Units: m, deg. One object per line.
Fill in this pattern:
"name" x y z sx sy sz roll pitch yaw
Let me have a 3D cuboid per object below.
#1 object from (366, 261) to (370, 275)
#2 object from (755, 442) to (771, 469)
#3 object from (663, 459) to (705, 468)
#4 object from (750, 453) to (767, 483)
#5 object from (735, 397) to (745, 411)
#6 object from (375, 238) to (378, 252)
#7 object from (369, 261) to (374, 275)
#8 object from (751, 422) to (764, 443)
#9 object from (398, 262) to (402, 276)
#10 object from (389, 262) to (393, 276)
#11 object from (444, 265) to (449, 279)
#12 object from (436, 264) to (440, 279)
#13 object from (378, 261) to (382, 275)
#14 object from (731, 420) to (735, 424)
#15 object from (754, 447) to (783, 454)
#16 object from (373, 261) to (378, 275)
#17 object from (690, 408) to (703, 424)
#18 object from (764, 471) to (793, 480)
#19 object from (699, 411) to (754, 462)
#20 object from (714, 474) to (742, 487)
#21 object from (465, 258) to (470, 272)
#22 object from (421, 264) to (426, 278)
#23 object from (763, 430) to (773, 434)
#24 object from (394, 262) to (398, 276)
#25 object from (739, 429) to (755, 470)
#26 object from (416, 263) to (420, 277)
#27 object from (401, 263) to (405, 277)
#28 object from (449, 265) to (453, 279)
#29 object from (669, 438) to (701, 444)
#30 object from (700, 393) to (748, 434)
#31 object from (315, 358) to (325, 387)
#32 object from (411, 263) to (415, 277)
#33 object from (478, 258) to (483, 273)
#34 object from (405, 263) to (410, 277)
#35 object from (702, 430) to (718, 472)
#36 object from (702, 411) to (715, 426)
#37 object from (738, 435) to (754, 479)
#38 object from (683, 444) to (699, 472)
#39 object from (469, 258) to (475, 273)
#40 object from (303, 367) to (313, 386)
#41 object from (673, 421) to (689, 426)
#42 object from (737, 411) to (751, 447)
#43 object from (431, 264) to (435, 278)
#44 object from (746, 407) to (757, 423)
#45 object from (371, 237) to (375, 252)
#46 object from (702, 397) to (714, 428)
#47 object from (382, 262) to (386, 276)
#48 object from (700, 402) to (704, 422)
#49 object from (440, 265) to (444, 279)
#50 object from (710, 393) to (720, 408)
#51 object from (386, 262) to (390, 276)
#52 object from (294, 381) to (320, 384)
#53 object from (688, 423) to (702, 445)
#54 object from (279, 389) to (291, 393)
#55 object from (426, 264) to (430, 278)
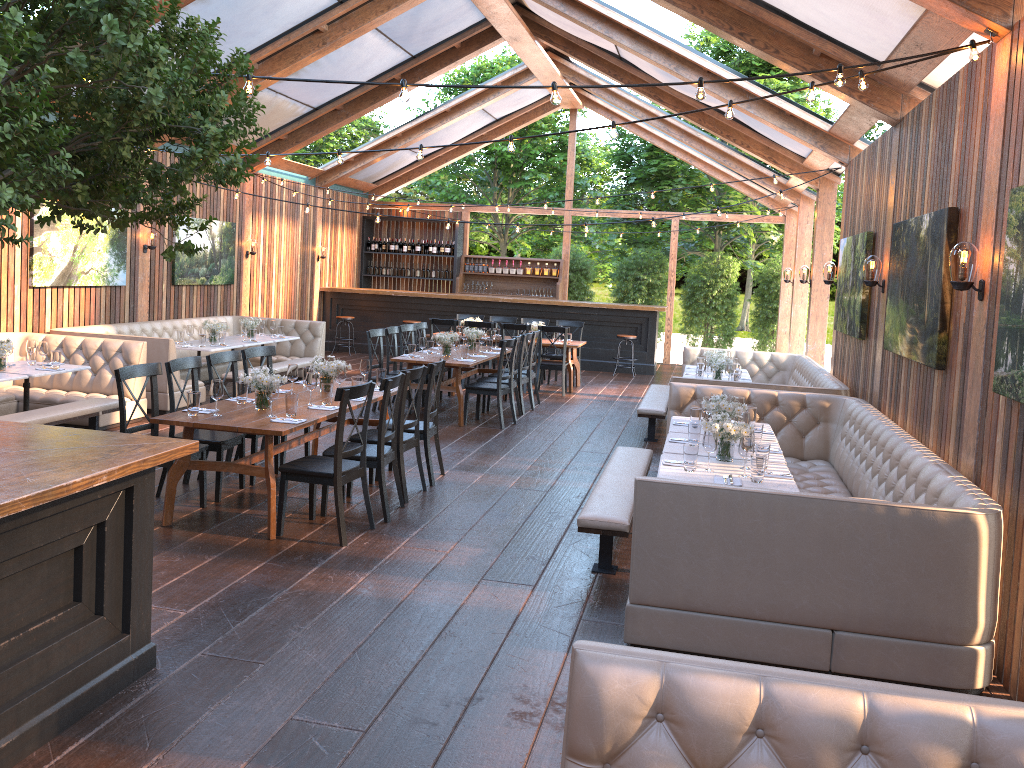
"object" -3.199 -2.595 19.728 0.094 0.307 0.095 3 4 -1
"object" 1.556 0.447 5.502 0.092 0.157 0.092 3 5 -1
"object" 1.066 0.492 5.498 0.255 0.019 0.158 5 8 13
"object" 1.423 0.489 5.124 0.092 0.157 0.092 3 5 -1
"object" 1.791 0.225 6.976 0.092 0.243 0.092 4 4 15
"object" -2.995 -3.074 19.580 0.077 0.306 0.077 5 4 29
"object" -3.118 -2.580 19.647 0.094 0.307 0.094 4 4 17
"object" 1.727 0.358 6.255 0.092 0.157 0.092 3 5 -1
"object" -2.468 -2.531 19.532 0.095 0.307 0.094 6 5 38
"object" -2.664 -2.543 19.547 0.095 0.307 0.094 6 5 33
"object" -1.420 -2.441 19.262 0.094 0.307 0.094 4 4 13
"object" -1.614 -2.463 19.347 0.095 0.307 0.094 6 5 33
"object" -2.924 -2.570 19.651 0.094 0.307 0.094 6 5 39
"object" 1.736 0.305 7.210 0.157 0.019 0.256 5 8 12
"object" 1.730 0.450 6.088 0.255 0.019 0.158 5 8 13
"object" -3.028 -2.574 19.636 0.094 0.307 0.095 1 4 -23
"object" 1.420 0.267 6.834 0.092 0.157 0.092 3 5 -1
"object" 1.560 0.539 5.331 0.255 0.019 0.158 5 8 13
"object" 1.377 0.339 5.679 0.337 0.308 0.330 6 6 24
"object" 1.249 0.551 5.116 0.157 0.019 0.256 5 8 12
"object" -0.974 -2.620 19.479 0.094 0.317 0.095 4 4 12
"object" -1.941 -2.488 19.413 0.094 0.307 0.094 6 5 39
"object" 1.895 0.359 6.856 0.255 0.019 0.158 5 8 13
"object" -2.559 -2.540 19.566 0.094 0.307 0.094 4 4 8
"object" 1.451 0.404 5.464 0.092 0.243 0.093 1 5 -30
"object" -2.059 -2.494 19.414 0.094 0.307 0.094 4 4 10
"object" -2.392 -2.520 19.475 0.094 0.307 0.094 4 4 13
"object" -1.312 -2.437 19.275 0.095 0.307 0.094 6 5 38
"object" 1.240 0.401 6.272 0.255 0.019 0.158 5 8 13
"object" 1.584 0.229 6.615 0.337 0.308 0.330 6 6 29
"object" -1.672 -0.104 7.675 0.092 0.243 0.092 6 5 38
"object" -2.172 -2.506 19.457 0.094 0.307 0.094 4 4 12
"object" -0.681 -2.593 19.383 0.094 0.317 0.095 4 4 7
"object" -2.292 -2.509 19.436 0.094 0.307 0.095 3 4 -6
"object" 1.194 0.405 5.347 0.092 0.243 0.093 1 5 -30
"object" 1.364 0.311 6.141 0.092 0.243 0.093 1 5 -30
"object" 1.383 0.430 5.231 0.092 0.243 0.093 1 5 -30
"object" 1.073 0.445 5.323 0.092 0.157 0.092 3 5 -1
"object" -0.879 -2.609 19.430 0.094 0.317 0.095 5 4 27
"object" -1.762 -0.060 7.635 0.092 0.157 0.092 -1 6 -41
"object" 1.403 0.314 7.004 0.255 0.019 0.158 5 8 13
"object" 1.621 0.317 6.199 0.092 0.243 0.093 1 5 -30
"object" -1.725 -2.469 19.355 0.094 0.307 0.094 1 4 -23
"object" 1.897 0.266 7.038 0.092 0.157 0.092 3 5 -1
"object" -3.072 -3.098 19.626 0.087 0.333 0.088 2 4 -8
"object" 1.522 0.224 6.876 0.092 0.243 0.093 1 5 -30
"object" -2.831 -2.563 19.629 0.094 0.307 0.094 4 4 10
"object" 1.574 0.229 7.191 0.092 0.157 0.092 -1 6 -41
"object" -1.519 -2.451 19.297 0.094 0.307 0.094 4 4 8
"object" 1.621 0.202 7.089 0.092 0.243 0.093 1 5 -30
"object" -2.742 -2.557 19.625 0.094 0.307 0.094 1 4 -23
"object" -1.779 -0.015 7.820 0.255 0.019 0.158 5 8 13
"object" 1.255 0.354 6.096 0.092 0.157 0.092 3 5 -1
"object" -1.907 0.052 7.248 0.255 0.019 0.158 5 8 13
"object" -1.836 -2.475 19.353 0.094 0.307 0.095 1 4 -23
